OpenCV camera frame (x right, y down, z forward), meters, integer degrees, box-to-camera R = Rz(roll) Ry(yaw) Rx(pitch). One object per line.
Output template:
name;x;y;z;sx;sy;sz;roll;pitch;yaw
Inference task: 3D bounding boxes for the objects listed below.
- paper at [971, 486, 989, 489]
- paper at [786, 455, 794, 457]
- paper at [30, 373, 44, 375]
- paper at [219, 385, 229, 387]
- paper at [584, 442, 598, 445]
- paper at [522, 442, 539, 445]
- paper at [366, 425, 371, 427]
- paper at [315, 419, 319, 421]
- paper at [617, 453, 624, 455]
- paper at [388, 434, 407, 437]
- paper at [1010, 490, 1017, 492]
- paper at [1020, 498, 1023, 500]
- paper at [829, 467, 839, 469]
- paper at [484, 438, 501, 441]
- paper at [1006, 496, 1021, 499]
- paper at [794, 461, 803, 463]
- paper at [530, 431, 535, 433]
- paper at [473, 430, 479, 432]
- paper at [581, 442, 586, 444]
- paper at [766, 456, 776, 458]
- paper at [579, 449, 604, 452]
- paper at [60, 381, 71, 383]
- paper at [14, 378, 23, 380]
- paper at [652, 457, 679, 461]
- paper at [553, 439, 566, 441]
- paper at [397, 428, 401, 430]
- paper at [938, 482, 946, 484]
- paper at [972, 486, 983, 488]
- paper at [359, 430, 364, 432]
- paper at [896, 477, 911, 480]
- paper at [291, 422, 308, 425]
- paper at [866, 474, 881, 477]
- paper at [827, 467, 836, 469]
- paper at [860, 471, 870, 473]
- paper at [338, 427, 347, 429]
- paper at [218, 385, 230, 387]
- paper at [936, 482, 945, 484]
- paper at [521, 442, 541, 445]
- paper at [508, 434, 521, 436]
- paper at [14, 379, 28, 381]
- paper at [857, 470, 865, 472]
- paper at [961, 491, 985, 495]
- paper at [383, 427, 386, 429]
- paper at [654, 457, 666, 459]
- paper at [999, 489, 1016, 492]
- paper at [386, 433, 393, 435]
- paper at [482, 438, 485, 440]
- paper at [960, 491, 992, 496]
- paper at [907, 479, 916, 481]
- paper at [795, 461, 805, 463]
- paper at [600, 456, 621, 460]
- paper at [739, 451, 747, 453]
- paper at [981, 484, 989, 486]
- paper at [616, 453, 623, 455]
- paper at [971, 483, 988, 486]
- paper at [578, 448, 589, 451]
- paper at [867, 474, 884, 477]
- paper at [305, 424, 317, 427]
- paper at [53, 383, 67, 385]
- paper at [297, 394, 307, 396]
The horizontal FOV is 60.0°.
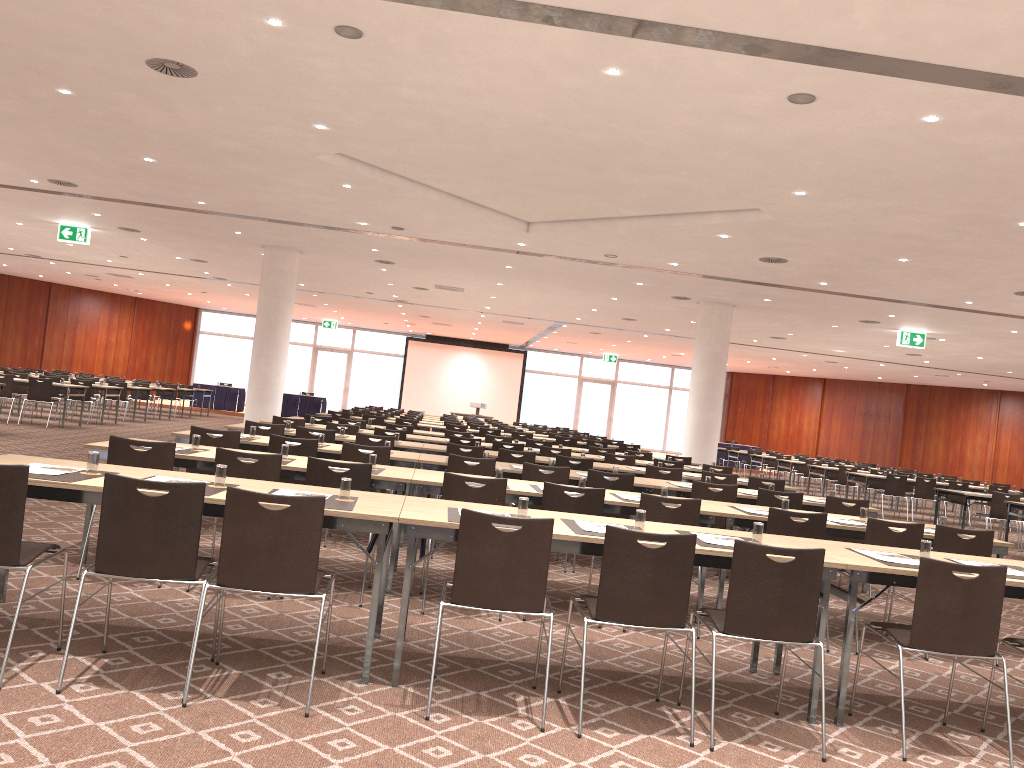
paper;10.078;2.226;19.042;0.460;0.003;0.565;7;-1;-8
paper;9.253;2.372;29.009;0.460;0.003;0.565;7;-1;-5
paper;-12.470;-0.265;23.221;0.460;0.003;0.565;7;-1;-5
paper;-10.042;0.069;30.957;0.283;0.006;0.398;7;-1;-5
paper;1.671;1.240;18.420;0.283;0.006;0.398;7;-1;-7
paper;0.314;0.997;14.820;0.283;0.006;0.398;7;-1;-3
paper;-2.531;0.667;14.518;0.460;0.003;0.565;7;-1;-6
paper;-3.198;0.587;14.550;0.283;0.006;0.398;7;-1;-5
paper;1.906;1.183;14.948;0.283;0.006;0.398;7;-1;-2
paper;-1.719;0.713;12.563;0.460;0.003;0.565;7;-1;-8
paper;10.716;2.301;19.111;0.460;0.003;0.565;7;-1;-7
paper;8.776;1.988;15.418;0.460;0.003;0.565;7;-1;-4
paper;7.629;1.986;20.941;0.283;0.006;0.398;7;-1;-4
paper;-0.326;0.922;14.764;0.283;0.006;0.398;7;-1;-6
paper;8.707;1.978;15.496;0.283;0.006;0.398;7;-1;-6
paper;7.514;2.023;22.847;0.460;0.003;0.565;7;-1;-3
paper;0.726;1.230;22.307;0.460;0.003;0.565;7;-1;-7
paper;-0.560;0.982;18.198;0.460;0.003;0.565;7;-1;-6
paper;1.680;1.244;18.358;0.460;0.003;0.565;7;-1;-3
paper;7.321;2.049;24.824;0.460;0.003;0.565;7;-1;-6
paper;1.349;1.120;14.830;0.460;0.003;0.565;7;-1;-4
paper;-9.874;-0.059;19.429;0.460;0.003;0.565;7;-1;-4
paper;-9.789;-0.099;17.499;0.283;0.006;0.398;7;-1;-6
paper;2.605;1.267;14.940;0.460;0.003;0.565;7;-1;-3
paper;0.996;1.162;18.382;0.283;0.006;0.398;7;-1;-3
paper;-1.919;0.736;14.620;0.283;0.006;0.398;7;-1;-5
paper;9.137;2.116;18.985;0.460;0.003;0.565;7;-1;-3
paper;10.016;2.217;19.122;0.283;0.006;0.398;7;-1;-5
paper;-2.339;0.641;12.526;0.460;0.003;0.565;7;-1;-5
paper;8.439;2.032;18.990;0.283;0.006;0.398;7;-1;-2
paper;-3.034;0.557;12.537;0.283;0.006;0.398;7;-1;-2
paper;7.836;1.964;18.870;0.460;0.003;0.565;7;-1;-4
paper;7.647;1.990;20.843;0.460;0.003;0.565;7;-1;-7
paper;8.300;2.067;20.905;0.460;0.003;0.565;7;-1;-7
paper;-2.430;0.627;12.581;0.283;0.006;0.398;7;-1;-4
paper;-10.099;0.068;31.017;0.460;0.003;0.565;7;-1;-5
paper;9.041;2.102;19.001;0.283;0.006;0.398;7;-1;-5
paper;0.400;1.009;14.738;0.460;0.003;0.565;7;-1;-3
paper;0.056;1.052;18.292;0.283;0.006;0.398;7;-1;-5
paper;-9.726;-0.089;17.459;0.460;0.003;0.565;7;-1;-7
paper;8.260;2.060;20.973;0.283;0.006;0.398;7;-1;-8
paper;8.035;1.899;15.413;0.283;0.006;0.398;7;-1;-6
paper;-1.880;0.743;14.561;0.460;0.003;0.565;7;-1;-7
paper;2.566;1.260;14.972;0.283;0.006;0.398;7;-1;-7
paper;10.653;2.291;19.151;0.283;0.006;0.398;7;-1;-6
paper;-1.773;0.704;12.631;0.283;0.006;0.398;7;-1;-4
paper;-0.256;0.933;14.709;0.460;0.003;0.565;7;-1;-6
paper;8.109;1.911;15.378;0.460;0.003;0.565;7;-1;-3
paper;8.488;2.040;18.919;0.460;0.003;0.565;7;-1;-7
paper;7.432;2.011;22.912;0.283;0.006;0.398;7;-1;-5
paper;1.442;1.080;12.869;0.283;0.006;0.398;7;-1;-3
paper;7.192;2.083;26.849;0.460;0.003;0.565;7;-1;-6
paper;11.211;2.407;21.138;0.460;0.003;0.565;7;-1;-2
paper;1.987;1.194;14.861;0.460;0.003;0.565;7;-1;-1
paper;11.123;2.394;21.198;0.283;0.006;0.398;7;-1;-4
paper;1.266;1.108;14.886;0.283;0.006;0.398;7;-1;-4
paper;7.772;1.954;18.914;0.283;0.006;0.398;7;-1;-4
paper;-3.004;0.563;12.487;0.460;0.003;0.565;7;-1;-6
paper;-9.082;-0.014;17.500;0.460;0.003;0.565;7;-1;-4
paper;-7.283;0.397;31.245;0.460;0.003;0.565;7;-1;-5
